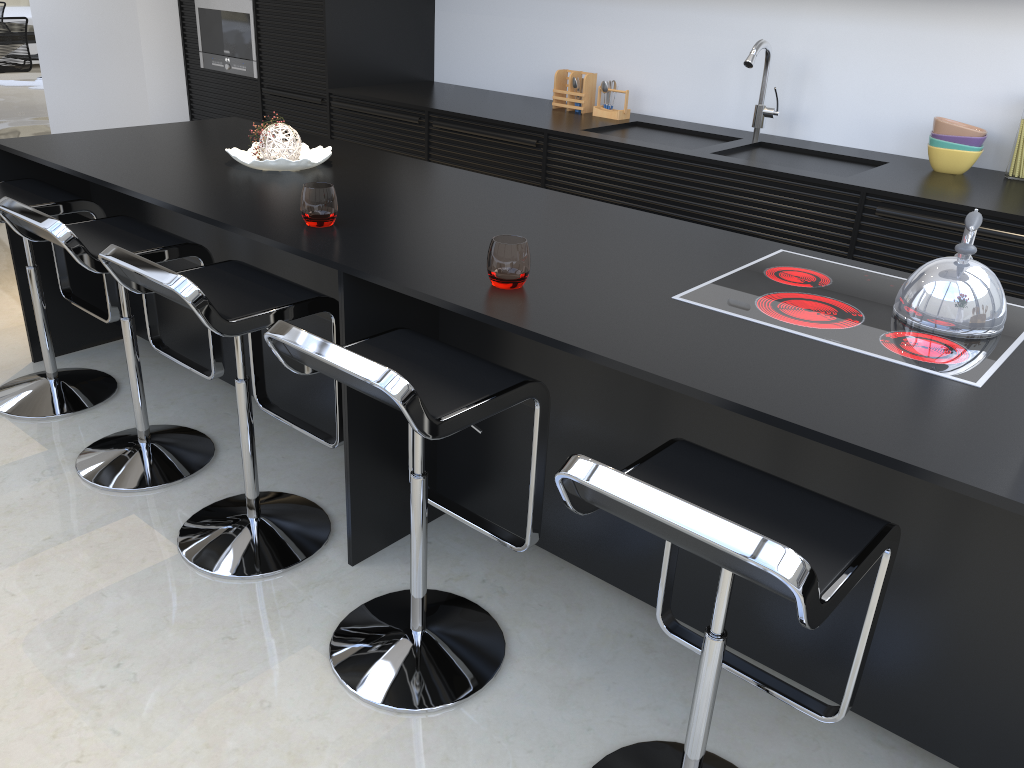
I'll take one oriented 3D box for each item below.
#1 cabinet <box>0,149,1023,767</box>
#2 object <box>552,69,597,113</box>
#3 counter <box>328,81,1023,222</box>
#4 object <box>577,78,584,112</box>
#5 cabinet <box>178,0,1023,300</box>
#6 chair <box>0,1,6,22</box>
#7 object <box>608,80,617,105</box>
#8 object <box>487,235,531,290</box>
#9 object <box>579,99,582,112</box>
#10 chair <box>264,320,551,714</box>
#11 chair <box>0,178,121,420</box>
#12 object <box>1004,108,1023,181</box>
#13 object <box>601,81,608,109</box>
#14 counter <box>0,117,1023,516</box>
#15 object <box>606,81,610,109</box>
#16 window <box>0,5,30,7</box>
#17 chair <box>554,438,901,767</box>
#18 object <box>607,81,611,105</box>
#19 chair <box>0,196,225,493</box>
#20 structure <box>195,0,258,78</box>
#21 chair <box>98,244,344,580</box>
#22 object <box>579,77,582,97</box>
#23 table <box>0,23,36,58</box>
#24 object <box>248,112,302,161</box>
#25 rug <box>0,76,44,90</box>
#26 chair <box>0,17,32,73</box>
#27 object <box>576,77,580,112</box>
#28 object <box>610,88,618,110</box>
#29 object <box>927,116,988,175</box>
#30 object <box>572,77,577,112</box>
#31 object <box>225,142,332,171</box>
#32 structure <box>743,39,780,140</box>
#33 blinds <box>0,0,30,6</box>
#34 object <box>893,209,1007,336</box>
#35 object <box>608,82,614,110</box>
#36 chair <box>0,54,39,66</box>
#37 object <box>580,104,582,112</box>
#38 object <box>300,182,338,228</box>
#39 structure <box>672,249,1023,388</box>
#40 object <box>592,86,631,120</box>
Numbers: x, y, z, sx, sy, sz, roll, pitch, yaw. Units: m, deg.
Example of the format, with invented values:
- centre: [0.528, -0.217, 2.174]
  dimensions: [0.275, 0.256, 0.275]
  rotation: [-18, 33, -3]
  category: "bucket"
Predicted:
- centre: [-0.097, -0.032, 2.598]
  dimensions: [3.800, 0.838, 1.007]
  rotation: [22, 31, 35]
  category: "cabinet"
- centre: [0.317, -1.477, 4.518]
  dimensions: [0.200, 0.223, 0.104]
  rotation: [22, 31, 35]
  category: "object"
- centre: [0.687, -1.138, 4.053]
  dimensions: [3.738, 0.025, 0.804]
  rotation: [22, 31, 35]
  category: "counter"
- centre: [0.343, -1.441, 4.471]
  dimensions: [0.022, 0.196, 0.019]
  rotation: [23, 32, 36]
  category: "object"
- centre: [0.175, -1.906, 4.200]
  dimensions: [5.157, 2.901, 0.831]
  rotation: [22, 31, 35]
  category: "cabinet"
- centre: [-5.690, -3.750, 9.340]
  dimensions: [0.446, 0.519, 0.688]
  rotation: [15, 27, 23]
  category: "chair"
- centre: [0.490, -1.417, 4.432]
  dimensions: [0.042, 0.192, 0.040]
  rotation: [-3, 26, -13]
  category: "object"
- centre: [-0.007, -0.268, 1.957]
  dimensions: [0.095, 0.106, 0.095]
  rotation: [-11, 28, -27]
  category: "object"
- centre: [0.356, -1.458, 4.501]
  dimensions: [0.042, 0.192, 0.040]
  rotation: [3, 25, -1]
  category: "object"
- centre: [-0.219, 0.255, 1.944]
  dimensions: [0.418, 0.857, 0.460]
  rotation: [22, 31, 35]
  category: "chair"
- centre: [-1.667, -0.345, 3.059]
  dimensions: [0.418, 0.857, 0.460]
  rotation: [22, 31, 35]
  category: "chair"
- centre: [2.079, -0.902, 3.310]
  dimensions: [0.365, 0.315, 0.113]
  rotation: [22, 31, 35]
  category: "object"
- centre: [0.459, -1.403, 4.398]
  dimensions: [0.042, 0.192, 0.040]
  rotation: [-2, 26, -12]
  category: "object"
- centre: [-0.076, -0.420, 2.417]
  dimensions: [3.800, 0.018, 1.006]
  rotation: [22, 31, 35]
  category: "counter"
- centre: [0.475, -1.400, 4.401]
  dimensions: [0.020, 0.196, 0.018]
  rotation: [-17, 32, -36]
  category: "object"
- centre: [-0.422, -3.646, 7.888]
  dimensions: [16.693, 3.674, 16.171]
  rotation: [18, 29, 29]
  category: "window"
- centre: [0.331, 0.483, 1.521]
  dimensions: [0.418, 0.857, 0.460]
  rotation: [22, 31, 35]
  category: "chair"
- centre: [0.479, -1.409, 4.419]
  dimensions: [0.018, 0.196, 0.023]
  rotation: [19, 29, 31]
  category: "object"
- centre: [-1.176, -0.142, 2.681]
  dimensions: [0.418, 0.857, 0.460]
  rotation: [22, 31, 35]
  category: "chair"
- centre: [-1.703, -2.073, 5.276]
  dimensions: [0.592, 0.420, 0.023]
  rotation: [22, 31, 35]
  category: "structure"
- centre: [-0.723, 0.046, 2.332]
  dimensions: [0.418, 0.857, 0.460]
  rotation: [22, 31, 35]
  category: "chair"
- centre: [0.341, -1.451, 4.491]
  dimensions: [0.023, 0.196, 0.018]
  rotation: [-18, 32, -38]
  category: "object"
- centre: [-5.995, -2.818, 7.963]
  dimensions: [2.494, 0.759, 3.031]
  rotation: [15, 27, 23]
  category: "table"
- centre: [-0.794, -0.823, 2.998]
  dimensions: [0.190, 0.191, 0.165]
  rotation: [-7, 27, -21]
  category: "object"
- centre: [-4.209, -3.619, 10.774]
  dimensions: [3.220, 0.008, 2.705]
  rotation: [15, 27, 23]
  category: "rug"
- centre: [-4.591, -2.982, 7.824]
  dimensions: [0.688, 0.519, 0.446]
  rotation: [15, 27, 23]
  category: "chair"
- centre: [0.333, -1.443, 4.474]
  dimensions: [0.020, 0.196, 0.018]
  rotation: [-10, 28, -25]
  category: "object"
- centre: [0.502, -1.395, 4.414]
  dimensions: [0.044, 0.178, 0.019]
  rotation: [5, 25, 4]
  category: "object"
- centre: [1.732, -0.928, 3.464]
  dimensions: [0.205, 0.205, 0.185]
  rotation: [15, 28, 24]
  category: "object"
- centre: [0.317, -1.448, 4.474]
  dimensions: [0.042, 0.192, 0.040]
  rotation: [3, 25, 0]
  category: "object"
- centre: [-0.786, -0.766, 3.020]
  dimensions: [0.329, 0.078, 0.334]
  rotation: [15, 27, 23]
  category: "object"
- centre: [1.069, -1.205, 3.840]
  dimensions: [0.115, 0.536, 0.248]
  rotation: [21, 30, 33]
  category: "structure"
- centre: [-6.642, -5.310, 11.234]
  dimensions: [0.329, 1.027, 1.430]
  rotation: [15, 27, 23]
  category: "blinds"
- centre: [0.949, -0.248, 1.874]
  dimensions: [0.221, 0.230, 0.221]
  rotation: [-5, 26, -18]
  category: "object"
- centre: [0.485, -1.399, 4.400]
  dimensions: [0.022, 0.196, 0.019]
  rotation: [16, 28, 25]
  category: "object"
- centre: [-4.803, -3.517, 8.946]
  dimensions: [0.446, 0.519, 0.688]
  rotation: [15, 27, 23]
  category: "chair"
- centre: [0.362, -1.435, 4.481]
  dimensions: [0.044, 0.178, 0.019]
  rotation: [11, 26, 16]
  category: "object"
- centre: [-0.507, -0.470, 2.332]
  dimensions: [0.095, 0.106, 0.095]
  rotation: [21, 30, 33]
  category: "object"
- centre: [0.775, -0.157, 1.978]
  dimensions: [0.640, 0.041, 0.562]
  rotation: [22, 31, 35]
  category: "structure"
- centre: [0.494, -1.372, 4.376]
  dimensions: [0.173, 0.170, 0.100]
  rotation: [23, 32, 37]
  category: "object"
